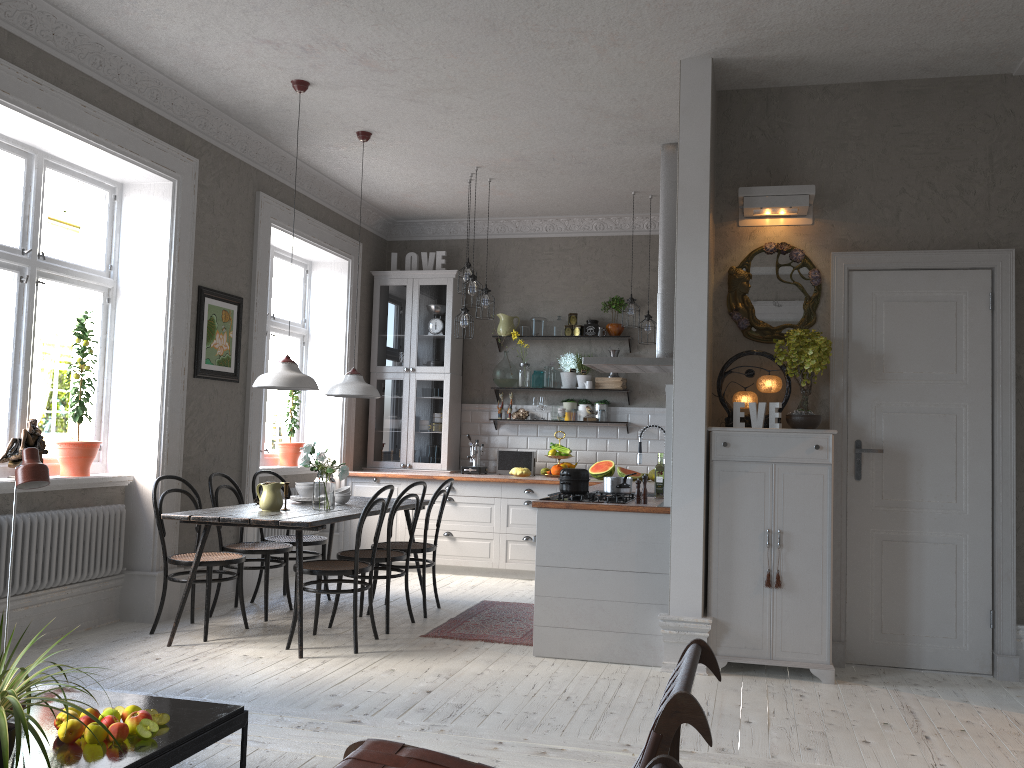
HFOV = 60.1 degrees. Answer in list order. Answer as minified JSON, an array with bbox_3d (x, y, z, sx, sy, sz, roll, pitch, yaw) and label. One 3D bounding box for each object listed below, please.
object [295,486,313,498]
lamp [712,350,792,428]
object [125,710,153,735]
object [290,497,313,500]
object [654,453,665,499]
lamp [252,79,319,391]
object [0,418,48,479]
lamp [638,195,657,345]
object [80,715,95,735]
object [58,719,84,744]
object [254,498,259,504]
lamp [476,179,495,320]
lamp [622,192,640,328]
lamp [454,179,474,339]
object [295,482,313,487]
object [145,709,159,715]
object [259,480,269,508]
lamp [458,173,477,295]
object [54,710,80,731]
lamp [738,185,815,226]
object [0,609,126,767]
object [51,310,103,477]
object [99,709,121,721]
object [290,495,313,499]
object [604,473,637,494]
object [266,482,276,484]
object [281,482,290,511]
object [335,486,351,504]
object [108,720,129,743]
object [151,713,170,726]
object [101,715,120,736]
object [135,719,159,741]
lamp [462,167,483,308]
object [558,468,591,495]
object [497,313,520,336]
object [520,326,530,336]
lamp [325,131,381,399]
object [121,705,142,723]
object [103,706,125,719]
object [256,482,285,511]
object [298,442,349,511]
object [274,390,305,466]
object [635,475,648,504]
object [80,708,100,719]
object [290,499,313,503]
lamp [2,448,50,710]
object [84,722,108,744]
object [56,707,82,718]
[{"bbox_3d":[-1.363,0.730,5.937,0.179,0.094,0.180,1,-3,5],"label":"object"},{"bbox_3d":[1.349,0.088,4.956,0.443,0.558,0.174,0,-4,21],"label":"lamp"},{"bbox_3d":[-1.117,1.011,2.650,0.073,0.064,0.077,-2,-5,45],"label":"object"},{"bbox_3d":[-1.363,0.774,5.935,0.240,0.027,0.234,3,-4,-18],"label":"object"},{"bbox_3d":[0.930,0.569,5.479,0.088,0.282,0.082,1,-4,15],"label":"object"},{"bbox_3d":[-1.306,-0.894,5.288,0.387,1.859,0.371,5,-4,-38],"label":"lamp"},{"bbox_3d":[-2.667,0.351,4.839,0.119,0.329,0.239,1,-4,16],"label":"object"},{"bbox_3d":[1.175,-1.207,7.550,0.148,1.735,0.145,3,-4,-14],"label":"lamp"},{"bbox_3d":[-1.258,1.009,2.620,0.058,0.056,0.060,2,-3,1],"label":"object"},{"bbox_3d":[-1.272,1.000,2.551,0.069,0.066,0.071,0,-4,29],"label":"object"},{"bbox_3d":[-1.592,0.723,5.756,0.140,0.112,0.139,2,-3,-3],"label":"object"},{"bbox_3d":[-0.191,-1.393,7.203,0.146,1.735,0.147,2,-4,1],"label":"lamp"},{"bbox_3d":[1.019,-1.340,7.457,0.150,1.735,0.143,5,-5,-44],"label":"lamp"},{"bbox_3d":[-0.364,-1.237,7.236,0.149,1.735,0.145,3,-4,-19],"label":"lamp"},{"bbox_3d":[-1.362,0.710,5.939,0.179,0.094,0.180,1,-3,5],"label":"object"},{"bbox_3d":[-1.135,1.032,2.775,0.047,0.036,0.062,0,-4,25],"label":"object"},{"bbox_3d":[-1.513,0.680,5.491,0.096,0.172,0.095,2,-3,-5],"label":"object"},{"bbox_3d":[-0.330,-1.585,7.087,0.146,1.735,0.147,2,-4,1],"label":"lamp"},{"bbox_3d":[-1.323,1.003,2.626,0.066,0.066,0.071,1,-4,19],"label":"object"},{"bbox_3d":[1.503,-1.013,5.045,0.412,0.171,0.222,1,-4,14],"label":"lamp"},{"bbox_3d":[-1.350,0.817,2.360,0.718,0.420,0.675,0,-4,32],"label":"object"},{"bbox_3d":[-2.555,0.048,5.240,0.276,0.991,0.264,4,-4,-37],"label":"object"},{"bbox_3d":[-1.216,1.013,2.676,0.063,0.058,0.060,4,-4,-31],"label":"object"},{"bbox_3d":[-1.363,0.766,5.936,0.232,0.027,0.242,-1,-4,37],"label":"object"},{"bbox_3d":[0.682,0.593,5.307,0.178,0.134,0.297,5,-5,-41],"label":"object"},{"bbox_3d":[-1.474,0.676,5.407,0.061,0.172,0.063,-1,-4,36],"label":"object"},{"bbox_3d":[-1.365,0.678,5.345,0.058,0.167,0.060,0,-4,28],"label":"object"},{"bbox_3d":[-1.142,0.743,5.930,0.122,0.119,0.130,0,-4,30],"label":"object"},{"bbox_3d":[-1.140,1.009,2.567,0.056,0.058,0.057,-1,-4,39],"label":"object"},{"bbox_3d":[-1.089,1.030,2.722,0.046,0.037,0.068,-1,-5,41],"label":"object"},{"bbox_3d":[-1.190,1.010,2.621,0.056,0.058,0.059,1,-3,5],"label":"object"},{"bbox_3d":[-1.075,1.015,2.600,0.058,0.053,0.060,0,-4,21],"label":"object"},{"bbox_3d":[-0.284,-1.464,6.903,0.149,1.735,0.144,4,-4,-29],"label":"lamp"},{"bbox_3d":[0.362,0.566,5.146,0.191,0.147,0.192,2,-3,-6],"label":"object"},{"bbox_3d":[-0.046,-0.554,8.414,0.187,0.216,0.176,0,-4,28],"label":"object"},{"bbox_3d":[0.122,-0.495,8.431,0.102,0.111,0.104,1,-4,14],"label":"object"},{"bbox_3d":[-1.068,-0.835,6.158,0.374,1.859,0.385,0,-4,22],"label":"lamp"},{"bbox_3d":[-1.162,1.015,2.711,0.060,0.062,0.063,2,-3,-4],"label":"object"},{"bbox_3d":[-1.233,1.026,2.743,0.064,0.039,0.067,0,-4,20],"label":"object"},{"bbox_3d":[-1.439,0.670,5.277,0.152,0.170,0.133,3,-4,-25],"label":"object"},{"bbox_3d":[-1.151,0.565,5.428,0.309,0.414,0.253,1,-4,12],"label":"object"},{"bbox_3d":[-1.909,0.299,7.653,0.254,0.813,0.265,-1,-5,41],"label":"object"},{"bbox_3d":[0.727,0.588,4.973,0.072,0.167,0.036,1,-4,14],"label":"object"},{"bbox_3d":[-1.278,1.012,2.682,0.057,0.058,0.058,2,-3,-3],"label":"object"},{"bbox_3d":[-1.364,0.783,5.934,0.233,0.027,0.242,0,-4,32],"label":"object"},{"bbox_3d":[-1.596,0.622,2.837,0.141,0.839,0.246,5,-5,-40],"label":"lamp"},{"bbox_3d":[-1.201,1.004,2.558,0.063,0.063,0.060,5,-5,-44],"label":"object"},{"bbox_3d":[-1.348,1.012,2.696,0.069,0.055,0.059,3,-4,-19],"label":"object"}]
